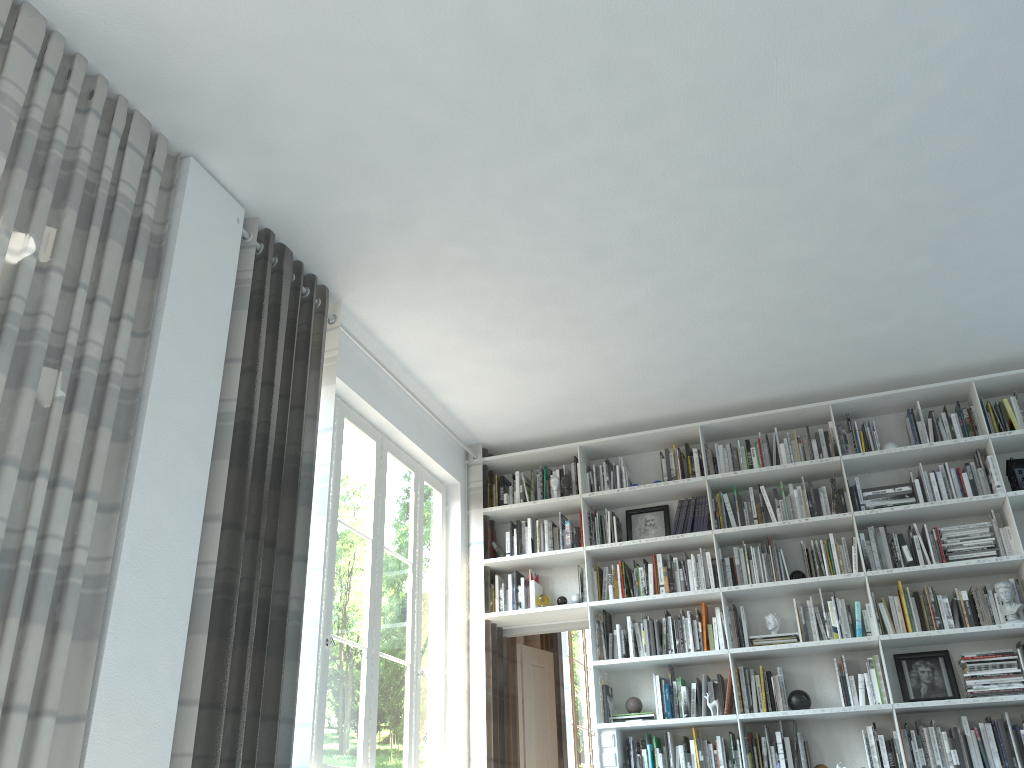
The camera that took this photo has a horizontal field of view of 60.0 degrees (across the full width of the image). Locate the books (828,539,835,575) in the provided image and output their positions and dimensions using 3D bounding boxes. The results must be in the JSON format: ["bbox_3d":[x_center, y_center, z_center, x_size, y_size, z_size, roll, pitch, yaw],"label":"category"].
[{"bbox_3d":[1.976,1.103,5.470,0.006,0.251,0.181,-10,-28,17],"label":"books"}]

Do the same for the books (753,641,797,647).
[{"bbox_3d":[1.600,1.591,5.385,0.254,0.012,0.161,-9,-28,13],"label":"books"}]

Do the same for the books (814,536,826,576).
[{"bbox_3d":[1.921,1.106,5.510,0.033,0.286,0.156,-10,-28,17],"label":"books"}]

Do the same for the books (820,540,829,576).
[{"bbox_3d":[1.931,1.107,5.465,0.013,0.242,0.189,-10,-28,17],"label":"books"}]

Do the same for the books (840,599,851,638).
[{"bbox_3d":[2.005,1.434,5.316,0.022,0.255,0.153,-10,-28,17],"label":"books"}]

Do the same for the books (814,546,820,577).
[{"bbox_3d":[1.888,1.128,5.474,0.006,0.215,0.182,-10,-28,17],"label":"books"}]

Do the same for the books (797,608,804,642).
[{"bbox_3d":[1.757,1.489,5.380,0.010,0.230,0.155,-10,-28,17],"label":"books"}]

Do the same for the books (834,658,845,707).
[{"bbox_3d":[1.913,1.760,5.176,0.012,0.283,0.160,-10,-28,17],"label":"books"}]

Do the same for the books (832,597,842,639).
[{"bbox_3d":[1.946,1.427,5.308,0.012,0.264,0.193,-10,-28,17],"label":"books"}]

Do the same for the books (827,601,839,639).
[{"bbox_3d":[1.931,1.443,5.318,0.028,0.245,0.171,-10,-28,17],"label":"books"}]

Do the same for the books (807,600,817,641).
[{"bbox_3d":[1.821,1.458,5.364,0.022,0.266,0.152,-10,-28,17],"label":"books"}]

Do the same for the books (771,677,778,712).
[{"bbox_3d":[1.567,1.858,5.262,0.011,0.207,0.181,-10,-28,17],"label":"books"}]

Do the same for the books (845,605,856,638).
[{"bbox_3d":[2.028,1.447,5.301,0.026,0.218,0.150,-10,-28,17],"label":"books"}]

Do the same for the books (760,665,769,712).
[{"bbox_3d":[1.504,1.832,5.280,0.026,0.273,0.191,-10,-28,17],"label":"books"}]

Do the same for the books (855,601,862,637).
[{"bbox_3d":[2.060,1.425,5.271,0.060,0.226,0.180,-10,-28,17],"label":"books"}]

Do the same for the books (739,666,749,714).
[{"bbox_3d":[1.404,1.856,5.332,0.025,0.283,0.146,-10,-28,17],"label":"books"}]

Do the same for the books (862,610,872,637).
[{"bbox_3d":[2.108,1.446,5.263,0.027,0.180,0.142,-10,-28,17],"label":"books"}]

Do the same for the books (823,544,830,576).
[{"bbox_3d":[1.955,1.123,5.490,0.011,0.235,0.131,-10,-28,17],"label":"books"}]

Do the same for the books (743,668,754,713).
[{"bbox_3d":[1.430,1.858,5.327,0.026,0.273,0.155,-10,-28,17],"label":"books"}]

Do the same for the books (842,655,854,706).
[{"bbox_3d":[1.960,1.748,5.169,0.012,0.296,0.166,-10,-28,17],"label":"books"}]

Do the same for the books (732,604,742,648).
[{"bbox_3d":[1.406,1.533,5.517,0.011,0.296,0.136,-10,-28,17],"label":"books"}]

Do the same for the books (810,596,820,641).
[{"bbox_3d":[1.833,1.442,5.353,0.012,0.284,0.168,-10,-28,17],"label":"books"}]

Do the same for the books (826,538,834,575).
[{"bbox_3d":[1.973,1.101,5.479,0.004,0.264,0.142,-10,-28,17],"label":"books"}]

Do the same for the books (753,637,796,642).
[{"bbox_3d":[1.600,1.571,5.398,0.254,0.012,0.161,-9,-28,14],"label":"books"}]

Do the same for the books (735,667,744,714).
[{"bbox_3d":[1.379,1.865,5.349,0.012,0.283,0.160,-10,-28,17],"label":"books"}]

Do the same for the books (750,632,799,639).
[{"bbox_3d":[1.598,1.548,5.407,0.285,0.012,0.160,-9,-28,13],"label":"books"}]

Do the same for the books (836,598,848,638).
[{"bbox_3d":[1.977,1.428,5.306,0.023,0.258,0.171,-10,-28,17],"label":"books"}]

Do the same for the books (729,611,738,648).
[{"bbox_3d":[1.384,1.546,5.498,0.024,0.256,0.134,-10,-28,17],"label":"books"}]

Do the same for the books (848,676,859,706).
[{"bbox_3d":[1.983,1.798,5.142,0.030,0.182,0.155,-10,-28,17],"label":"books"}]

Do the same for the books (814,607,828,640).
[{"bbox_3d":[1.867,1.471,5.345,0.048,0.223,0.150,-10,-28,17],"label":"books"}]

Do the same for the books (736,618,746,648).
[{"bbox_3d":[1.424,1.563,5.481,0.034,0.208,0.137,-10,-28,17],"label":"books"}]

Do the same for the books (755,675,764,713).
[{"bbox_3d":[1.487,1.866,5.295,0.025,0.227,0.153,-10,-28,17],"label":"books"}]

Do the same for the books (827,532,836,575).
[{"bbox_3d":[1.981,1.080,5.481,0.006,0.302,0.166,-10,-28,17],"label":"books"}]

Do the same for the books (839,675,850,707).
[{"bbox_3d":[1.931,1.799,5.145,0.025,0.185,0.154,-10,-28,17],"label":"books"}]

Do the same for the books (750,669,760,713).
[{"bbox_3d":[1.457,1.855,5.309,0.036,0.262,0.167,-10,-28,17],"label":"books"}]

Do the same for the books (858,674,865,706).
[{"bbox_3d":[2.019,1.781,5.118,0.057,0.187,0.156,-10,-28,17],"label":"books"}]

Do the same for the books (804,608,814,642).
[{"bbox_3d":[1.804,1.487,5.374,0.024,0.226,0.138,-10,-28,17],"label":"books"}]

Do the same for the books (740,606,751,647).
[{"bbox_3d":[1.448,1.526,5.484,0.021,0.276,0.137,-10,-28,17],"label":"books"}]

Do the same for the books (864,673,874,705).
[{"bbox_3d":[2.059,1.776,5.110,0.024,0.187,0.173,-10,-28,17],"label":"books"}]

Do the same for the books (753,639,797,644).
[{"bbox_3d":[1.599,1.580,5.389,0.254,0.012,0.161,-8,-28,12],"label":"books"}]

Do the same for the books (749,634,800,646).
[{"bbox_3d":[1.600,1.561,5.405,0.285,0.012,0.160,-12,-29,19],"label":"books"}]

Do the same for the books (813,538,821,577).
[{"bbox_3d":[1.900,1.110,5.504,0.005,0.274,0.157,-10,-28,17],"label":"books"}]

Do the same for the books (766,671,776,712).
[{"bbox_3d":[1.555,1.853,5.294,0.028,0.246,0.143,-10,-28,17],"label":"books"}]

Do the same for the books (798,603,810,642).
[{"bbox_3d":[1.769,1.470,5.362,0.030,0.246,0.175,-10,-28,17],"label":"books"}]

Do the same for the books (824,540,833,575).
[{"bbox_3d":[1.963,1.108,5.480,0.017,0.252,0.140,-10,-28,17],"label":"books"}]

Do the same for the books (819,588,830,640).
[{"bbox_3d":[1.890,1.416,5.353,0.010,0.328,0.174,-10,-28,17],"label":"books"}]

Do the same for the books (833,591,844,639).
[{"bbox_3d":[1.960,1.412,5.319,0.011,0.299,0.179,-10,-28,17],"label":"books"}]

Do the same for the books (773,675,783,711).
[{"bbox_3d":[1.584,1.850,5.255,0.028,0.215,0.176,-10,-28,17],"label":"books"}]

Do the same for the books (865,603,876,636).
[{"bbox_3d":[2.134,1.426,5.265,0.026,0.216,0.127,-10,-28,17],"label":"books"}]

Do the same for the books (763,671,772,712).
[{"bbox_3d":[1.530,1.851,5.285,0.014,0.242,0.153,-10,-28,17],"label":"books"}]

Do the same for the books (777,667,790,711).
[{"bbox_3d":[1.615,1.829,5.271,0.028,0.264,0.145,-10,-28,17],"label":"books"}]

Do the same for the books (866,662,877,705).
[{"bbox_3d":[2.071,1.743,5.109,0.012,0.243,0.171,-10,-28,17],"label":"books"}]

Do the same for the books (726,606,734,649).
[{"bbox_3d":[1.369,1.540,5.514,0.012,0.283,0.160,-10,-28,17],"label":"books"}]

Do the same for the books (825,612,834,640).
[{"bbox_3d":[1.914,1.481,5.328,0.025,0.188,0.140,-10,-28,17],"label":"books"}]

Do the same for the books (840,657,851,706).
[{"bbox_3d":[1.950,1.754,5.173,0.011,0.290,0.156,-10,-28,17],"label":"books"}]

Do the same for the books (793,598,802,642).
[{"bbox_3d":[1.741,1.461,5.384,0.012,0.283,0.160,-10,-28,17],"label":"books"}]
